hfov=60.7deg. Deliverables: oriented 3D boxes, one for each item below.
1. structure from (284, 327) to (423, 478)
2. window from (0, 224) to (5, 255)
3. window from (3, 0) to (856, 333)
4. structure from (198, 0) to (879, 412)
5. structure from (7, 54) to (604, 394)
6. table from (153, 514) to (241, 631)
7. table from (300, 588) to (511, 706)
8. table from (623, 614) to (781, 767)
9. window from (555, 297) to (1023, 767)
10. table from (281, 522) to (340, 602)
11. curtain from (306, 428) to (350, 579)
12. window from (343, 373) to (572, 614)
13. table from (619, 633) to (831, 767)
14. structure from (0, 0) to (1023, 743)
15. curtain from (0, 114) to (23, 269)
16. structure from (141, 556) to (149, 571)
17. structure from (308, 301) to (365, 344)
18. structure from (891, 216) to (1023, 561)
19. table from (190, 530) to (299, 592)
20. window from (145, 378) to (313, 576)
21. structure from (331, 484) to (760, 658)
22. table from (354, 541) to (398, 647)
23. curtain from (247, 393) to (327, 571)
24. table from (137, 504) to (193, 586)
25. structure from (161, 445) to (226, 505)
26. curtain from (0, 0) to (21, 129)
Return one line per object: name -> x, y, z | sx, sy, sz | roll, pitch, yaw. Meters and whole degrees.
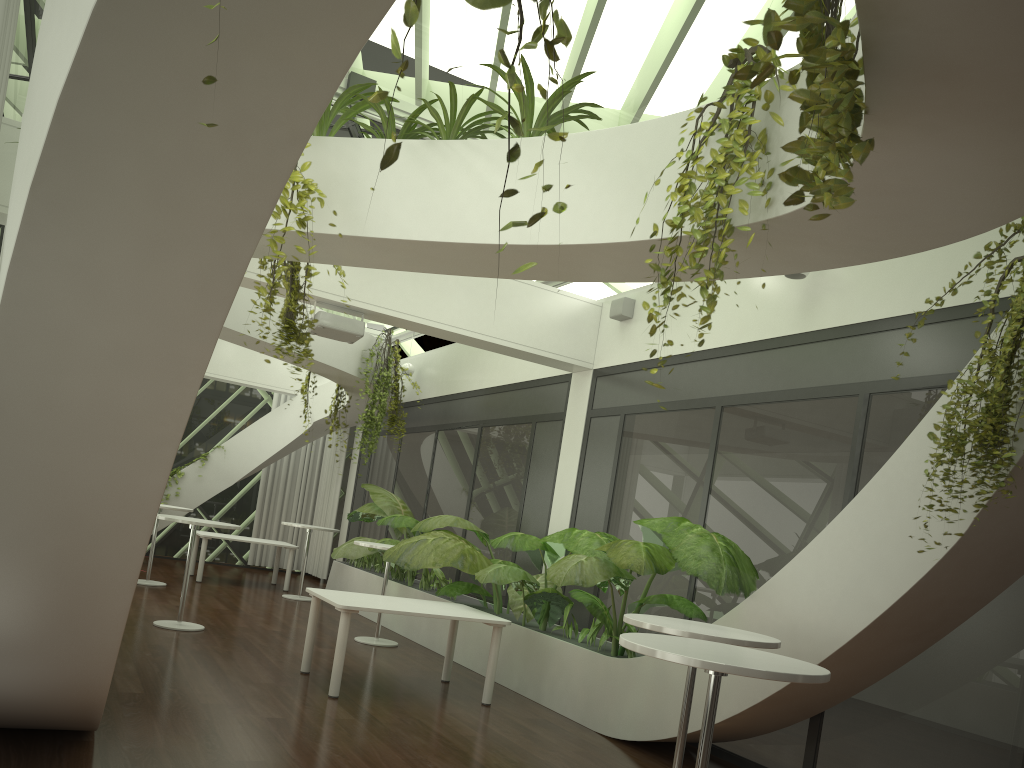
structure -> -2.137, 0.220, 11.792 | 1.424, 2.065, 1.662 | 7, -4, 28
window -> -4.820, -0.332, 7.472 | 0.085, 4.612, 16.733 | 9, -8, -26
window -> -1.996, -1.992, 8.803 | 5.761, 0.055, 16.701 | 13, -11, -26
structure -> 0.427, -0.794, 2.433 | 1.218, 1.846, 3.271 | 7, -7, 29
structure -> -1.672, -0.783, 5.879 | 4.589, 2.309, 1.468 | 5, -4, 26
table -> -3.273, 1.920, 8.863 | 0.853, 1.092, 0.866 | 8, -4, 8
table -> -0.939, 2.220, 7.401 | 1.520, 0.715, 1.065 | 13, -8, -27
table -> 0.962, 1.885, 4.832 | 0.870, 1.092, 0.849 | 12, -5, -42
window -> 2.242, 1.178, 5.915 | 0.051, 3.224, 7.084 | 9, -7, -26
table -> -3.071, 2.654, 13.014 | 0.853, 1.092, 0.866 | 8, -4, 8
curtain -> -3.369, 1.598, 16.484 | 0.162, 4.077, 0.991 | 9, -1, -28
window -> -1.209, 1.778, 12.582 | 0.051, 3.223, 7.173 | 9, -7, -26
table -> 0.793, 1.657, 3.639 | 0.870, 1.092, 0.849 | 12, -5, -42
structure -> -0.369, 0.518, 4.609 | 5.977, 4.195, 24.398 | 11, -9, -20
curtain -> -4.392, -0.092, 7.443 | 0.162, 4.077, 1.036 | 9, -1, -28
structure -> -3.318, 0.843, 6.724 | 0.864, 1.590, 3.321 | 10, -7, -27
structure -> -1.603, -0.561, 8.013 | 0.468, 0.275, 0.387 | 12, -7, -27
structure -> 2.345, -0.197, 3.991 | 0.619, 2.110, 1.063 | 9, -2, -15
table -> -4.284, 2.802, 13.865 | 1.520, 0.715, 1.065 | 13, -8, -27
window -> -6.139, 0.945, 16.176 | 5.811, 4.628, 0.038 | 12, -2, -27
structure -> -0.859, 1.987, 9.458 | 1.804, 1.706, 8.889 | 11, -9, -26
table -> -1.428, 2.368, 9.840 | 0.853, 1.092, 0.866 | 8, -4, 8
curtain -> -4.196, 1.551, 16.952 | 1.244, 4.077, 0.158 | 9, -1, -28
table -> -4.916, 2.206, 12.037 | 0.853, 1.092, 0.866 | 8, -4, 8
structure -> -6.145, 1.351, 12.872 | 2.028, 1.659, 4.835 | 8, -9, 5
curtain -> -2.395, -0.378, 3.681 | 0.211, 4.166, 1.079 | 9, -1, -26
